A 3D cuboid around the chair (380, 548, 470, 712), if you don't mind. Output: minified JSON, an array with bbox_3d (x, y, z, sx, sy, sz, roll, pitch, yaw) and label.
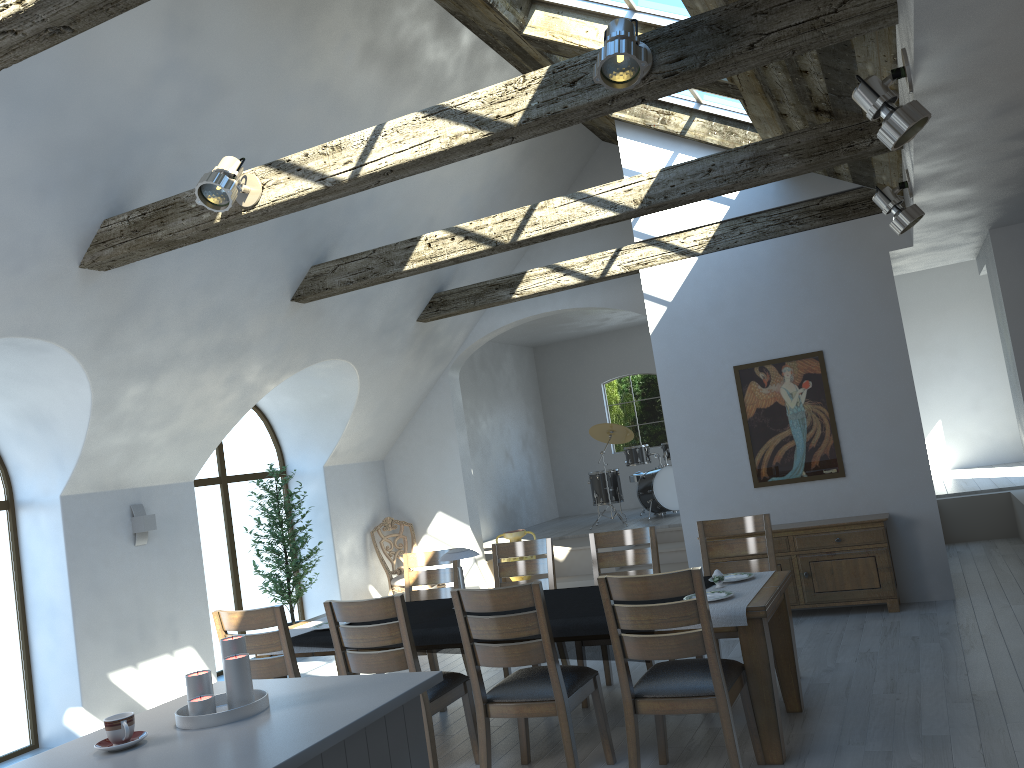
[{"bbox_3d":[-0.632,1.724,6.280,0.514,1.006,0.605,-11,-5,24],"label":"chair"}]

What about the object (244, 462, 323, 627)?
[{"bbox_3d":[-2.247,1.726,8.832,0.718,1.920,0.737,-13,-7,43],"label":"object"}]

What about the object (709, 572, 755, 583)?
[{"bbox_3d":[1.209,1.069,4.874,0.250,0.017,0.253,-11,-5,24],"label":"object"}]

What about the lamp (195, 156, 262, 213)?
[{"bbox_3d":[-1.487,-1.040,4.609,0.233,0.311,0.354,-11,-5,24],"label":"lamp"}]

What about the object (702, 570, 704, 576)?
[{"bbox_3d":[0.984,1.054,4.780,0.100,0.098,0.071,-8,-5,-7],"label":"object"}]

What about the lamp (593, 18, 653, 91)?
[{"bbox_3d":[0.465,-1.392,3.738,0.233,0.323,0.343,-11,-5,24],"label":"lamp"}]

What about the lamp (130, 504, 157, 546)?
[{"bbox_3d":[-2.944,1.120,7.097,0.127,0.325,0.127,-11,-5,24],"label":"lamp"}]

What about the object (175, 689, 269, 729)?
[{"bbox_3d":[-0.965,1.082,2.961,0.297,0.040,0.297,-6,-5,-26],"label":"object"}]

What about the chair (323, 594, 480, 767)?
[{"bbox_3d":[-0.569,1.571,4.638,0.514,1.006,0.605,-11,-5,24],"label":"chair"}]

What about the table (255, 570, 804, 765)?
[{"bbox_3d":[0.032,1.656,5.100,3.078,0.737,0.939,-11,-5,24],"label":"table"}]

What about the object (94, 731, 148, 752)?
[{"bbox_3d":[-1.203,1.107,2.735,0.153,0.024,0.153,-9,-5,10],"label":"object"}]

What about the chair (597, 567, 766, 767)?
[{"bbox_3d":[0.770,1.315,4.037,0.514,1.006,0.605,-11,-5,24],"label":"chair"}]

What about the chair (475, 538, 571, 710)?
[{"bbox_3d":[0.038,1.596,5.979,0.514,1.006,0.605,-11,-5,24],"label":"chair"}]

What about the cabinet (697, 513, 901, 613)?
[{"bbox_3d":[2.322,1.500,7.174,1.481,0.714,0.383,-11,-5,24],"label":"cabinet"}]

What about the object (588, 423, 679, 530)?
[{"bbox_3d":[1.917,1.180,12.570,2.354,1.383,1.465,-7,-5,-22],"label":"object"}]

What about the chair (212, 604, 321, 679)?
[{"bbox_3d":[-1.239,1.699,4.938,0.514,1.006,0.605,-11,-5,24],"label":"chair"}]

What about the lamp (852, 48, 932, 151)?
[{"bbox_3d":[1.534,-1.139,3.582,0.235,0.386,0.265,-4,-7,-44],"label":"lamp"}]

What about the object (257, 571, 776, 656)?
[{"bbox_3d":[0.000,1.324,5.126,2.872,0.077,1.050,-11,-5,24],"label":"object"}]

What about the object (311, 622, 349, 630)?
[{"bbox_3d":[-1.085,1.460,5.365,0.250,0.017,0.253,-11,-5,24],"label":"object"}]

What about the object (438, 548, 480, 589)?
[{"bbox_3d":[-0.295,1.154,5.254,0.251,0.362,0.251,-4,-7,-43],"label":"object"}]

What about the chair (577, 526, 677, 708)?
[{"bbox_3d":[0.707,1.468,5.679,0.514,1.006,0.605,-11,-5,24],"label":"chair"}]

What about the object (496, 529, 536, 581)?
[{"bbox_3d":[0.073,2.011,10.296,0.402,0.605,0.396,-7,-5,-19],"label":"object"}]

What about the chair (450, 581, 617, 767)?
[{"bbox_3d":[0.100,1.443,4.337,0.514,1.006,0.605,-11,-5,24],"label":"chair"}]

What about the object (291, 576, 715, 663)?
[{"bbox_3d":[0.015,1.395,5.120,2.456,0.227,1.073,-11,-5,24],"label":"object"}]

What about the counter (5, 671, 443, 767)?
[{"bbox_3d":[-0.853,1.520,2.817,1.029,0.879,1.029,-11,-5,24],"label":"counter"}]

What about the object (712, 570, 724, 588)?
[{"bbox_3d":[1.097,1.034,4.718,0.064,0.092,0.064,-9,-5,1],"label":"object"}]

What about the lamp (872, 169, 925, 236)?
[{"bbox_3d":[2.372,-1.104,5.435,0.235,0.386,0.265,-4,-7,-44],"label":"lamp"}]

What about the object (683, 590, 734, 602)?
[{"bbox_3d":[0.982,1.064,4.421,0.250,0.017,0.253,-11,-5,24],"label":"object"}]

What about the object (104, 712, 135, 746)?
[{"bbox_3d":[-1.207,1.067,2.728,0.088,0.084,0.105,-8,-5,-7],"label":"object"}]

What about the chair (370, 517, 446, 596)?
[{"bbox_3d":[-1.141,2.043,9.881,0.552,1.159,0.655,-4,-7,-41],"label":"chair"}]

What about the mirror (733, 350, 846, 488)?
[{"bbox_3d":[2.300,0.302,7.395,0.736,1.047,0.009,-11,-5,24],"label":"mirror"}]

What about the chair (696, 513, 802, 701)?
[{"bbox_3d":[1.377,1.340,5.378,0.514,1.006,0.605,-11,-5,24],"label":"chair"}]
